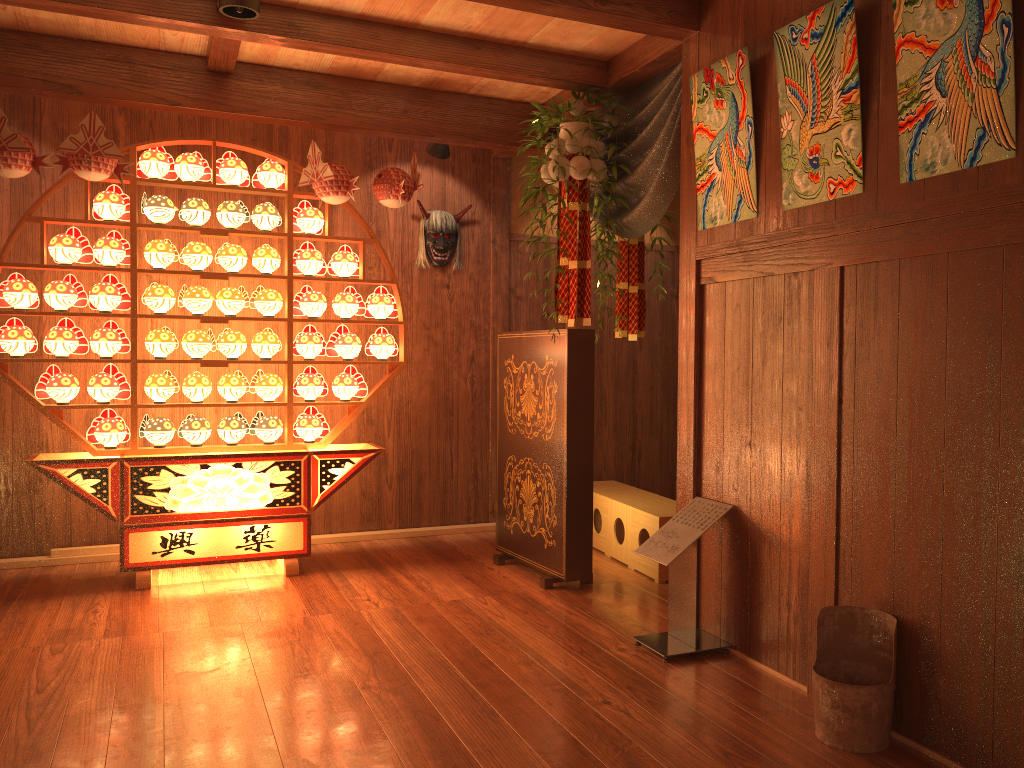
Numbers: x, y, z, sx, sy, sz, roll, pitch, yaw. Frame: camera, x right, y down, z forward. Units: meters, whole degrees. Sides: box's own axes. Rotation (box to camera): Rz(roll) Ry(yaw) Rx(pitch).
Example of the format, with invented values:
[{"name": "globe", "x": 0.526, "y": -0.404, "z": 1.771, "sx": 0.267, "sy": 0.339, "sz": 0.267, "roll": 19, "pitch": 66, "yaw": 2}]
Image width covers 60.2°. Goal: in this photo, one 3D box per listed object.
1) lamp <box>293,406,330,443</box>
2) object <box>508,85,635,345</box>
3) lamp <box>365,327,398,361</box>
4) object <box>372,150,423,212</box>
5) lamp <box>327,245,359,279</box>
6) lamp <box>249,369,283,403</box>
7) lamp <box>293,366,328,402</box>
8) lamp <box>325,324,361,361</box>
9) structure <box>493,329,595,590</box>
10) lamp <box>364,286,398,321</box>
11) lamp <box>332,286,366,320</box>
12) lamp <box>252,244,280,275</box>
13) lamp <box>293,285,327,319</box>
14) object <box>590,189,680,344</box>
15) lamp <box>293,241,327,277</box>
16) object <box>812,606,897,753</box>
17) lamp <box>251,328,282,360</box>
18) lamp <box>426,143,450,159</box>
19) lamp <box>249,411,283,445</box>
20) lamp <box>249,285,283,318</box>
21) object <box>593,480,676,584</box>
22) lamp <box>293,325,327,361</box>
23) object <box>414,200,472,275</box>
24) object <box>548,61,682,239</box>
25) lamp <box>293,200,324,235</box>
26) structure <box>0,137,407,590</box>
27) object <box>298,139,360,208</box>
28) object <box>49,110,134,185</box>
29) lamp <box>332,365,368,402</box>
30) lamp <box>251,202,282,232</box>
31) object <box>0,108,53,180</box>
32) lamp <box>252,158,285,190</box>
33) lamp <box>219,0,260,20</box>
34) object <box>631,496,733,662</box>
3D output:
[{"name": "lamp", "x": -1.080, "y": 0.217, "z": 4.710, "sx": 0.197, "sy": 0.197, "sz": 0.155, "roll": 0, "pitch": 2, "yaw": -8}, {"name": "object", "x": 0.294, "y": -0.814, "z": 4.270, "sx": 0.588, "sy": 1.260, "sz": 0.687, "roll": -1, "pitch": 2, "yaw": -34}, {"name": "lamp", "x": -0.713, "y": -0.221, "z": 4.859, "sx": 0.186, "sy": 0.192, "sz": 0.154, "roll": 0, "pitch": 2, "yaw": -13}, {"name": "object", "x": -0.618, "y": -1.076, "z": 4.619, "sx": 0.234, "sy": 0.318, "sz": 0.356, "roll": 0, "pitch": 2, "yaw": -27}, {"name": "lamp", "x": -0.904, "y": -0.662, "z": 4.759, "sx": 0.191, "sy": 0.195, "sz": 0.155, "roll": 0, "pitch": 2, "yaw": -8}, {"name": "lamp", "x": -1.264, "y": 0.011, "z": 4.619, "sx": 0.152, "sy": 0.173, "sz": 0.144, "roll": 1, "pitch": 2, "yaw": 32}, {"name": "lamp", "x": -1.075, "y": 0.000, "z": 4.702, "sx": 0.189, "sy": 0.194, "sz": 0.154, "roll": 0, "pitch": 2, "yaw": -13}, {"name": "lamp", "x": -0.883, "y": -0.224, "z": 4.783, "sx": 0.207, "sy": 0.200, "sz": 0.152, "roll": -1, "pitch": 2, "yaw": -38}, {"name": "structure", "x": 0.154, "y": 0.352, "z": 4.552, "sx": 0.279, "sy": 1.250, "sz": 0.777, "roll": 0, "pitch": 2, "yaw": -26}, {"name": "lamp", "x": -0.721, "y": -0.445, "z": 4.849, "sx": 0.202, "sy": 0.200, "sz": 0.155, "roll": 0, "pitch": 2, "yaw": -9}, {"name": "lamp", "x": -0.900, "y": -0.440, "z": 4.771, "sx": 0.180, "sy": 0.191, "sz": 0.158, "roll": 1, "pitch": 2, "yaw": 7}, {"name": "lamp", "x": -1.276, "y": -0.650, "z": 4.590, "sx": 0.142, "sy": 0.173, "sz": 0.153, "roll": 0, "pitch": 2, "yaw": -18}, {"name": "lamp", "x": -1.052, "y": -0.438, "z": 4.700, "sx": 0.196, "sy": 0.187, "sz": 0.151, "roll": -1, "pitch": 2, "yaw": -43}, {"name": "object", "x": 0.647, "y": -0.839, "z": 5.263, "sx": 0.769, "sy": 1.260, "sz": 0.523, "roll": -1, "pitch": 2, "yaw": -38}, {"name": "lamp", "x": -1.071, "y": -0.664, "z": 4.683, "sx": 0.205, "sy": 0.200, "sz": 0.153, "roll": 0, "pitch": 2, "yaw": -23}, {"name": "object", "x": 1.003, "y": 0.862, "z": 2.598, "sx": 0.227, "sy": 0.359, "sz": 0.242, "roll": 2, "pitch": 2, "yaw": 38}, {"name": "lamp", "x": -1.284, "y": -0.210, "z": 4.601, "sx": 0.141, "sy": 0.173, "sz": 0.155, "roll": 0, "pitch": 2, "yaw": -8}, {"name": "lamp", "x": -0.422, "y": -1.368, "z": 5.034, "sx": 0.136, "sy": 0.177, "sz": 0.174, "roll": 0, "pitch": 2, "yaw": -3}, {"name": "lamp", "x": -1.266, "y": 0.230, "z": 4.627, "sx": 0.152, "sy": 0.173, "sz": 0.144, "roll": 1, "pitch": 2, "yaw": 32}, {"name": "lamp", "x": -1.263, "y": -0.430, "z": 4.607, "sx": 0.152, "sy": 0.173, "sz": 0.144, "roll": 2, "pitch": 2, "yaw": 37}, {"name": "object", "x": 0.691, "y": 0.804, "z": 5.031, "sx": 0.333, "sy": 0.330, "sz": 1.263, "roll": 0, "pitch": 2, "yaw": -18}, {"name": "lamp", "x": -1.076, "y": -0.221, "z": 4.694, "sx": 0.192, "sy": 0.195, "sz": 0.154, "roll": 0, "pitch": 2, "yaw": -13}, {"name": "object", "x": -0.433, "y": -0.901, "z": 5.525, "sx": 0.373, "sy": 0.453, "sz": 0.134, "roll": 0, "pitch": 2, "yaw": -24}, {"name": "object", "x": 0.505, "y": -1.079, "z": 4.330, "sx": 0.098, "sy": 0.751, "sz": 1.462, "roll": 0, "pitch": 2, "yaw": -22}, {"name": "lamp", "x": -1.063, "y": -0.884, "z": 4.680, "sx": 0.207, "sy": 0.200, "sz": 0.152, "roll": -1, "pitch": 2, "yaw": -38}, {"name": "structure", "x": -1.516, "y": -0.135, "z": 4.501, "sx": 2.013, "sy": 2.195, "sz": 0.477, "roll": 0, "pitch": 2, "yaw": -24}, {"name": "object", "x": -0.909, "y": -1.063, "z": 4.486, "sx": 0.352, "sy": 0.314, "sz": 0.249, "roll": 2, "pitch": 2, "yaw": 44}, {"name": "object", "x": -1.916, "y": -1.073, "z": 4.034, "sx": 0.357, "sy": 0.306, "sz": 0.210, "roll": 0, "pitch": 2, "yaw": -24}, {"name": "lamp", "x": -0.906, "y": -0.004, "z": 4.780, "sx": 0.198, "sy": 0.200, "sz": 0.159, "roll": 1, "pitch": 2, "yaw": 11}, {"name": "lamp", "x": -1.279, "y": -0.870, "z": 4.583, "sx": 0.141, "sy": 0.173, "sz": 0.155, "roll": 0, "pitch": 2, "yaw": -8}, {"name": "object", "x": -2.218, "y": -1.062, "z": 3.891, "sx": 0.365, "sy": 0.311, "sz": 0.238, "roll": 1, "pitch": 2, "yaw": 2}, {"name": "lamp", "x": -1.250, "y": -1.098, "z": 4.588, "sx": 0.193, "sy": 0.188, "sz": 0.154, "roll": 0, "pitch": 2, "yaw": -18}, {"name": "lamp", "x": -0.989, "y": -1.409, "z": 3.209, "sx": 0.136, "sy": 0.120, "sz": 0.143, "roll": 1, "pitch": 2, "yaw": 22}, {"name": "object", "x": 0.652, "y": 0.735, "z": 3.388, "sx": 0.308, "sy": 0.560, "sz": 0.244, "roll": 0, "pitch": 2, "yaw": -23}]
